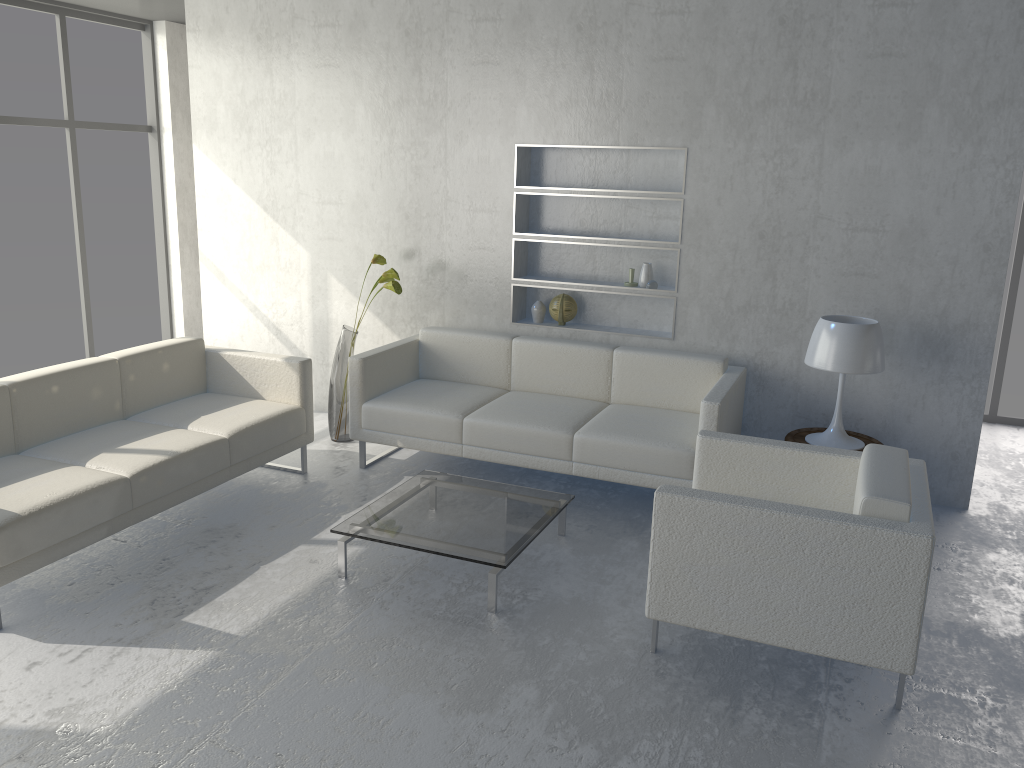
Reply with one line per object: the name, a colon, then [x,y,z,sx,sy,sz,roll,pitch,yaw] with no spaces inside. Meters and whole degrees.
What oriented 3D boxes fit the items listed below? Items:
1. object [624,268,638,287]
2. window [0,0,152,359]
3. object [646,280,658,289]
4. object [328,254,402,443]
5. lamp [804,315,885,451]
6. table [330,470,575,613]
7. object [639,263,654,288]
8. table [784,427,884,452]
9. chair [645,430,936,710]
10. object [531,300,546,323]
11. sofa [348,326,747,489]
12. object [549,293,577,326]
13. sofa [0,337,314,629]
object: [0.650,-0.580,4.826,0.074,0.094,0.074,-2,14,-14]
window: [-3.342,-1.059,5.246,0.037,2.477,4.080,7,15,21]
object: [0.746,-0.531,4.728,0.064,0.050,0.064,9,16,27]
object: [-0.795,-0.180,4.971,0.387,1.051,0.400,-10,18,-39]
lamp: [1.520,-0.009,4.085,0.347,0.582,0.347,-1,14,-9]
table: [-0.216,0.611,3.630,0.730,0.190,0.773,7,15,21]
object: [0.727,-0.587,4.786,0.079,0.130,0.079,7,15,19]
table: [1.509,0.438,4.195,0.452,0.358,0.452,1,14,-3]
chair: [0.936,0.554,3.015,0.821,0.662,0.748,7,15,21]
object: [0.153,-0.415,5.076,0.086,0.128,0.086,10,16,32]
sofa: [0.174,0.144,4.583,1.881,0.658,0.821,7,15,21]
object: [0.281,-0.418,4.992,0.163,0.179,0.088,5,14,12]
sofa: [-1.730,0.279,3.818,0.821,0.658,1.881,7,15,21]
